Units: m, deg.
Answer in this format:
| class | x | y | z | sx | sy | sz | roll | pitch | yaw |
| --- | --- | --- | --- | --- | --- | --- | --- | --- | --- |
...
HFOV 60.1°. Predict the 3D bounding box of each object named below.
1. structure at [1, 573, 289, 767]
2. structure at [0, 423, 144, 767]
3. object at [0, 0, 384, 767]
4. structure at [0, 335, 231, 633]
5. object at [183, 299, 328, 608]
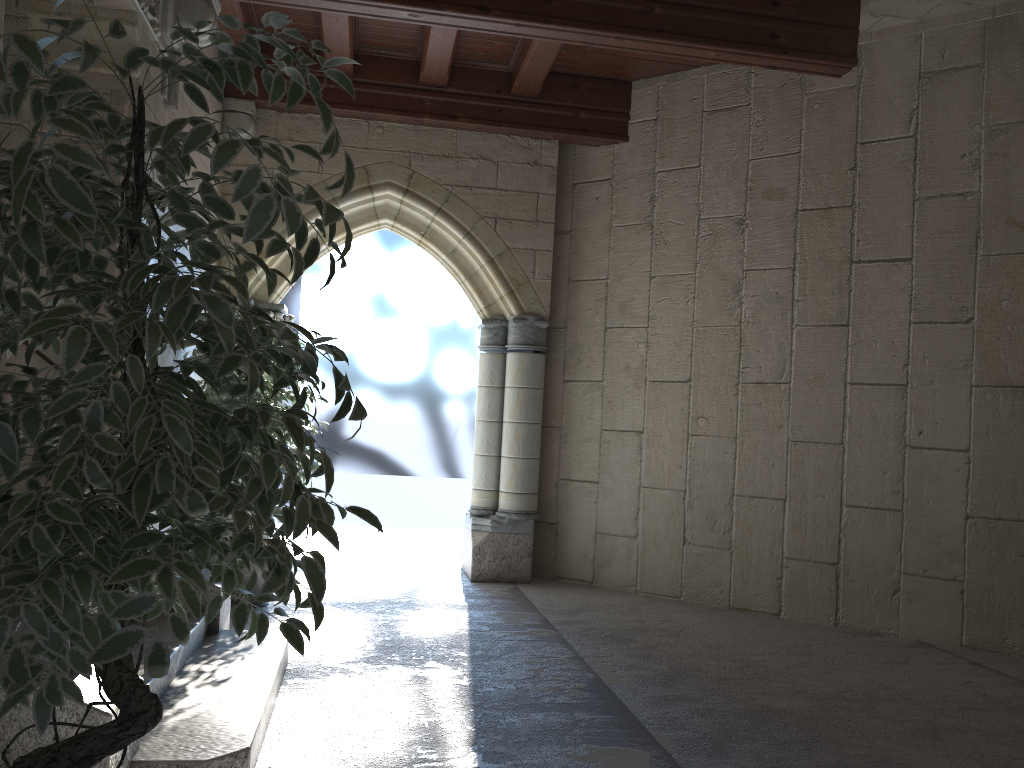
| class | x | y | z | sx | sy | sz | roll | pitch | yaw |
| --- | --- | --- | --- | --- | --- | --- | --- | --- | --- |
| structure | -2.051 | 0.628 | 2.770 | 2.574 | 0.809 | 1.462 | 4 | -3 | -9 |
| structure | -1.370 | 0.403 | 2.178 | 0.888 | 1.261 | 0.477 | 3 | -1 | -9 |
| object | -0.622 | 0.223 | 1.404 | 0.786 | 1.617 | 0.752 | 3 | -1 | 22 |
| structure | -1.603 | 0.467 | 3.568 | 0.888 | 1.261 | 0.473 | 3 | -1 | -9 |
| object | -1.377 | 0.361 | 4.673 | 0.787 | 1.617 | 0.751 | 3 | -1 | -13 |
